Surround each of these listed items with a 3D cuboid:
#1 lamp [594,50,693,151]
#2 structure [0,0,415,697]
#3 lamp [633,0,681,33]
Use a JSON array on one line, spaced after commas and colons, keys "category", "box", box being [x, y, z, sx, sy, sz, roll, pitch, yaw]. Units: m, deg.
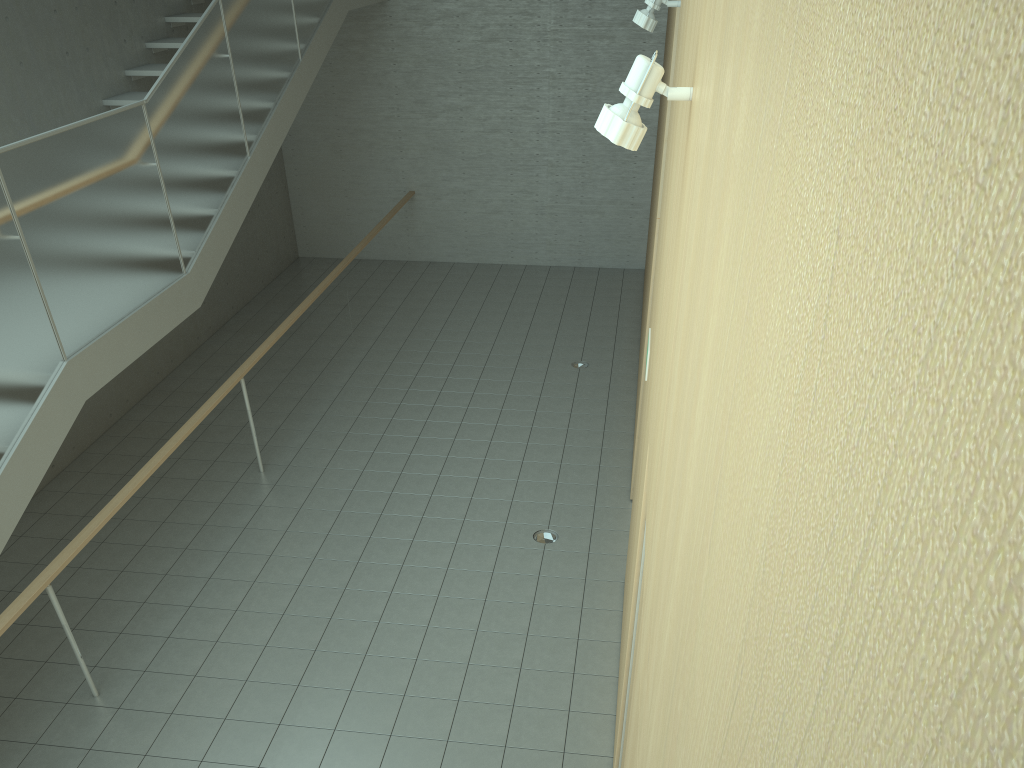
[{"category": "lamp", "box": [0.310, -0.662, 1.990, 0.231, 0.226, 0.122, -6, 33, -9]}, {"category": "structure", "box": [-3.044, -0.924, 5.653, 1.880, 4.915, 10.918, 5, 30, 8]}, {"category": "lamp", "box": [0.715, -1.862, 4.206, 0.231, 0.226, 0.122, -6, 33, -9]}]
